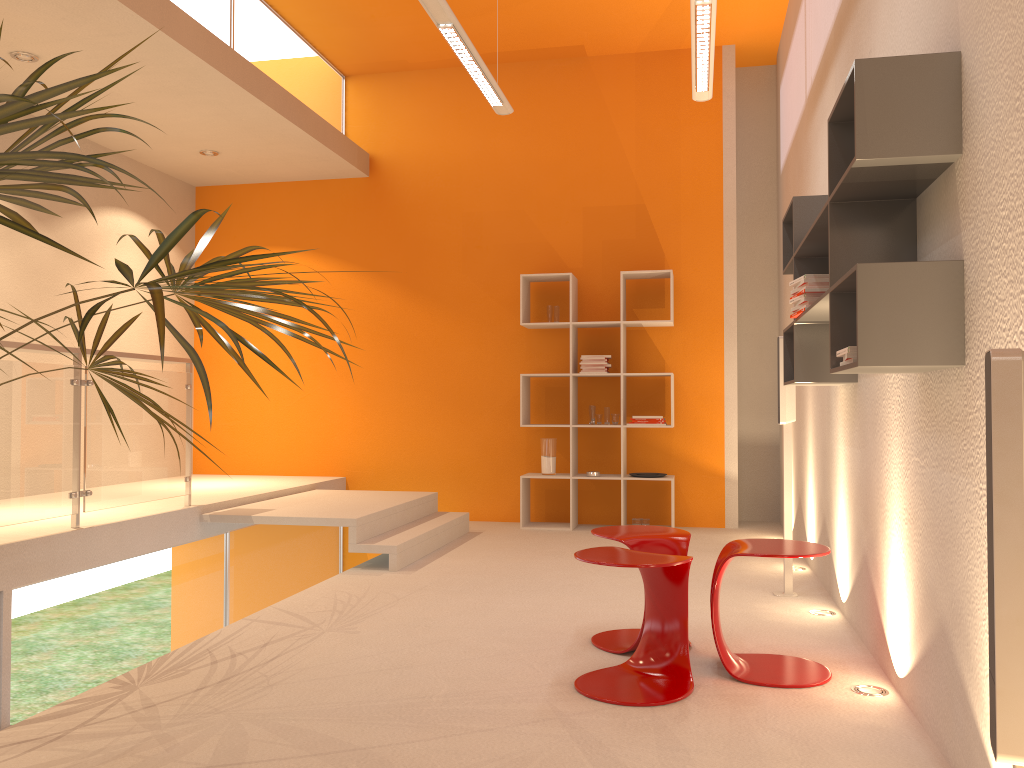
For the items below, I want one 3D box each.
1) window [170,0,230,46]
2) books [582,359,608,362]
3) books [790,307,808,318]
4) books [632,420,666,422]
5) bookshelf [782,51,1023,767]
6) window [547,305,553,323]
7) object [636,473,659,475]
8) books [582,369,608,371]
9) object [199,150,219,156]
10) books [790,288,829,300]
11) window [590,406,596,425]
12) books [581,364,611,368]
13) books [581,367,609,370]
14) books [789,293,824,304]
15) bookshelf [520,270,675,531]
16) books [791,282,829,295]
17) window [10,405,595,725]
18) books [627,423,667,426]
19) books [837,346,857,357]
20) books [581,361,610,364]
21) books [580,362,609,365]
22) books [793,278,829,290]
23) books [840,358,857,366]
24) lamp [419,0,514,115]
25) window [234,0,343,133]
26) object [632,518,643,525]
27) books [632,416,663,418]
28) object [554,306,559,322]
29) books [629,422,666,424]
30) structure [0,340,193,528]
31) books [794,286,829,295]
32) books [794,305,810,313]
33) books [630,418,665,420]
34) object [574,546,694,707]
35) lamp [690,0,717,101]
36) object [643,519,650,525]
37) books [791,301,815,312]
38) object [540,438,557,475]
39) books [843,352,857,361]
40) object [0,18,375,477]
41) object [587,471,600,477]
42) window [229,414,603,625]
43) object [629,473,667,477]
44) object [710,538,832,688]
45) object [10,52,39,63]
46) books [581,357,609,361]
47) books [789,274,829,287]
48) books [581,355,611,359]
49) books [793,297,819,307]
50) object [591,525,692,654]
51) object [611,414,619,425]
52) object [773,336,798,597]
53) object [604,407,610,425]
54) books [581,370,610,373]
[{"bbox_3d":[-2.063,-2.419,4.963,0.006,0.660,1.869,0,-2,12],"label":"window"},{"bbox_3d":[0.659,-0.180,7.011,0.190,0.015,0.254,0,-2,8],"label":"books"},{"bbox_3d":[1.233,-0.281,3.498,0.210,0.013,0.297,0,-2,7],"label":"books"},{"bbox_3d":[1.058,0.287,6.856,0.254,0.015,0.190,0,-2,8],"label":"books"},{"bbox_3d":[1.044,0.247,2.536,0.322,2.145,3.370,0,-2,14],"label":"bookshelf"},{"bbox_3d":[-1.703,1.964,3.096,0.481,5.399,8.922,-1,-2,24],"label":"window"},{"bbox_3d":[1.054,0.707,6.893,0.178,0.020,0.178,-1,-2,29],"label":"object"},{"bbox_3d":[0.659,-0.109,7.009,0.190,0.015,0.254,0,-2,8],"label":"books"},{"bbox_3d":[-2.378,-1.832,6.961,0.143,0.059,0.143,0,-2,-16],"label":"object"},{"bbox_3d":[1.233,-0.353,3.499,0.210,0.013,0.297,0,-2,7],"label":"books"},{"bbox_3d":[-1.465,0.800,4.341,0.908,1.393,6.719,-1,-2,31],"label":"window"},{"bbox_3d":[0.667,-0.140,6.997,0.230,0.017,0.227,0,-2,7],"label":"books"},{"bbox_3d":[0.655,-0.124,7.002,0.190,0.015,0.254,0,-2,13],"label":"books"},{"bbox_3d":[1.243,-0.338,3.501,0.230,0.017,0.227,0,-2,2],"label":"books"},{"bbox_3d":[1.304,1.409,5.916,1.107,4.600,3.516,1,-2,-31],"label":"bookshelf"},{"bbox_3d":[1.234,-0.378,3.514,0.190,0.015,0.254,0,-2,3],"label":"books"},{"bbox_3d":[-1.152,2.436,5.791,0.993,4.599,4.234,-1,-2,44],"label":"window"},{"bbox_3d":[1.044,0.312,6.857,0.296,0.013,0.210,0,-2,12],"label":"books"},{"bbox_3d":[1.046,-0.091,2.480,0.230,0.017,0.227,0,-2,12],"label":"books"},{"bbox_3d":[0.659,-0.167,7.000,0.190,0.011,0.268,0,-2,13],"label":"books"},{"bbox_3d":[0.657,-0.155,6.996,0.210,0.013,0.296,0,-2,12],"label":"books"},{"bbox_3d":[1.230,-0.393,3.507,0.190,0.015,0.254,0,-2,8],"label":"books"},{"bbox_3d":[1.040,-0.060,2.493,0.190,0.015,0.254,0,-2,13],"label":"books"},{"bbox_3d":[-0.375,-2.266,4.085,0.120,1.052,3.195,0,-2,12],"label":"lamp"},{"bbox_3d":[-1.673,-2.369,6.827,0.006,0.660,1.860,0,-2,12],"label":"window"},{"bbox_3d":[0.580,2.250,1.623,0.129,2.692,10.507,0,-2,5],"label":"object"},{"bbox_3d":[1.045,0.256,6.849,0.227,0.017,0.230,0,-2,7],"label":"books"},{"bbox_3d":[-1.294,1.996,4.010,0.351,5.384,6.779,-1,-2,32],"label":"object"},{"bbox_3d":[1.048,0.300,6.856,0.268,0.011,0.190,0,-2,13],"label":"books"},{"bbox_3d":[-3.168,0.152,0.047,0.195,0.900,11.050,0,-2,12],"label":"structure"},{"bbox_3d":[1.234,-0.365,3.504,0.190,0.011,0.268,0,-2,8],"label":"books"},{"bbox_3d":[1.234,-0.293,3.502,0.190,0.011,0.268,0,-2,8],"label":"books"},{"bbox_3d":[1.051,0.272,6.860,0.254,0.015,0.190,0,-2,13],"label":"books"},{"bbox_3d":[0.421,0.808,3.036,0.391,0.450,0.420,-1,-2,42],"label":"object"},{"bbox_3d":[0.827,-2.272,3.833,0.120,1.052,3.195,0,-2,12],"label":"lamp"},{"bbox_3d":[0.330,2.219,0.335,0.102,2.685,13.193,0,-2,6],"label":"object"},{"bbox_3d":[1.234,-0.306,3.512,0.190,0.015,0.254,0,-2,3],"label":"books"},{"bbox_3d":[0.292,0.578,7.064,0.129,0.291,0.129,-1,-2,40],"label":"object"},{"bbox_3d":[1.035,-0.075,2.487,0.190,0.015,0.254,0,-2,18],"label":"books"},{"bbox_3d":[-1.823,0.170,2.594,3.098,2.600,3.241,-1,-2,20],"label":"object"},{"bbox_3d":[0.635,0.703,6.921,0.106,0.035,0.105,1,-2,-35],"label":"object"},{"bbox_3d":[-0.555,2.490,6.464,2.294,4.526,1.860,0,-2,12],"label":"window"},{"bbox_3d":[1.056,0.709,6.889,0.294,0.020,0.294,1,-2,-39],"label":"object"},{"bbox_3d":[0.933,0.813,3.211,0.420,0.450,0.391,0,-2,12],"label":"object"},{"bbox_3d":[-2.778,-1.882,5.054,0.143,0.059,0.143,0,-2,-16],"label":"object"},{"bbox_3d":[0.655,-0.195,7.004,0.190,0.015,0.254,0,-2,13],"label":"books"},{"bbox_3d":[1.243,-0.409,3.503,0.230,0.017,0.227,0,-2,2],"label":"books"},{"bbox_3d":[0.667,-0.211,6.998,0.230,0.017,0.227,0,-2,7],"label":"books"},{"bbox_3d":[1.230,-0.321,3.505,0.190,0.015,0.254,0,-2,8],"label":"books"},{"bbox_3d":[0.523,0.822,3.576,0.391,0.450,0.420,1,-2,-18],"label":"object"},{"bbox_3d":[0.829,1.883,3.077,0.190,3.502,7.694,0,-2,1],"label":"object"},{"bbox_3d":[1.391,0.414,4.532,0.116,1.317,0.111,0,-2,8],"label":"object"},{"bbox_3d":[-1.426,2.402,3.863,0.870,4.604,7.392,-1,-2,42],"label":"object"},{"bbox_3d":[0.659,-0.096,6.998,0.190,0.011,0.268,0,-2,13],"label":"books"}]
